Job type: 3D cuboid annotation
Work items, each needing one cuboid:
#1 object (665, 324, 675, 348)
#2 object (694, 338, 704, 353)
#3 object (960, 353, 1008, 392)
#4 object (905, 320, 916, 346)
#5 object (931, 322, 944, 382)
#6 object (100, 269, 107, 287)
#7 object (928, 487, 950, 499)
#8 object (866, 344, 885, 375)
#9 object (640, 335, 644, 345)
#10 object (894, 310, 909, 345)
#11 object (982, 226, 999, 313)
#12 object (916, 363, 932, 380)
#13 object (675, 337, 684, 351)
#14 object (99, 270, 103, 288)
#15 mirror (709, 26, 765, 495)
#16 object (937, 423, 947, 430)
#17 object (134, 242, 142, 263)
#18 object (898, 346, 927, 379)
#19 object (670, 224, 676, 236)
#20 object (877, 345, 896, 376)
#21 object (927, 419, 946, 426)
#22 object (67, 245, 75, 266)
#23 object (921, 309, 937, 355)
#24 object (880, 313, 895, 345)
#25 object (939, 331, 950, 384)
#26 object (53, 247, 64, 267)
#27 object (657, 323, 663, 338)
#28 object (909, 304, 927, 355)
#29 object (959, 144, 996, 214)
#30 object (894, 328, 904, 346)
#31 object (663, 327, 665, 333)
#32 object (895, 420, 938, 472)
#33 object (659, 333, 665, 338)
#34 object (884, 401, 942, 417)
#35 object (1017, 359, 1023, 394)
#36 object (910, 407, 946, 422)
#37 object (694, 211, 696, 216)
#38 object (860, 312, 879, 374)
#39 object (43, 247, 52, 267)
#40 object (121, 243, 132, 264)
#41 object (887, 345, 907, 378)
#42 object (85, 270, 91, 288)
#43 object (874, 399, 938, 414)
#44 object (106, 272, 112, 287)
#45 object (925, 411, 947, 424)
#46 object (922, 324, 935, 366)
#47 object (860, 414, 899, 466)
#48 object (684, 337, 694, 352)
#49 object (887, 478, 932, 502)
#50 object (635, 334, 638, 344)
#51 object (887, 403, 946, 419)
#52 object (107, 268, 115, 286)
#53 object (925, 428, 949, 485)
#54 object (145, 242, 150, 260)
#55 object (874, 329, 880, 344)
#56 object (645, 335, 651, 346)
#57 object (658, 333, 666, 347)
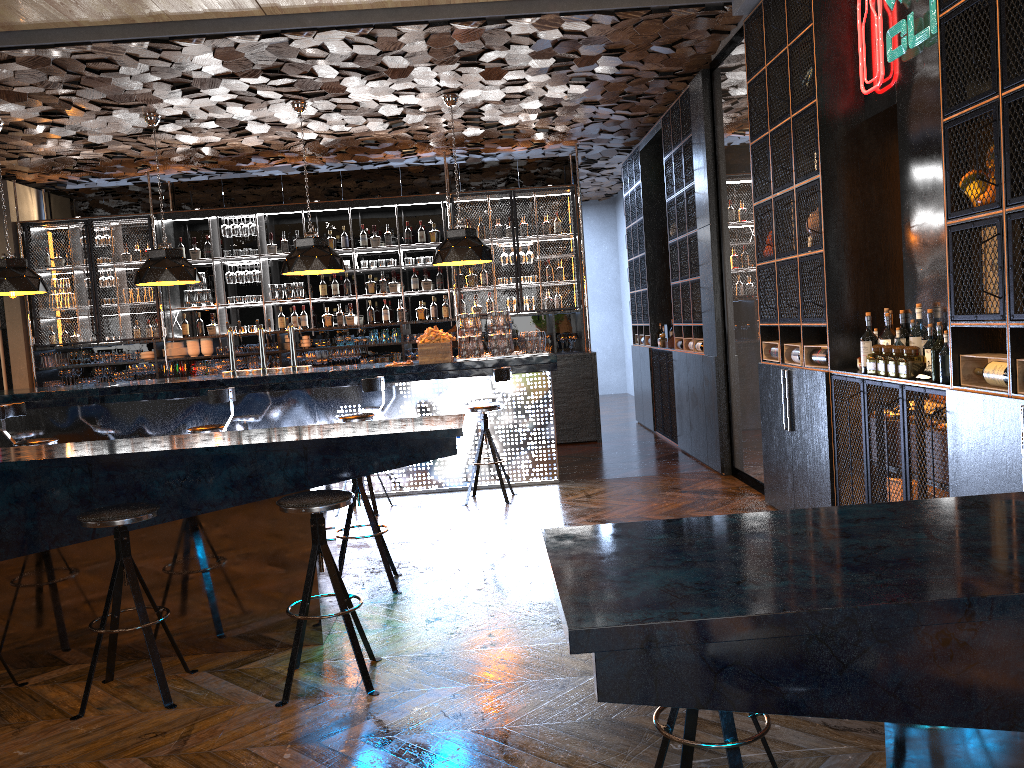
[{"bbox_3d":[1.829,-0.554,10.181,0.116,0.264,0.144,-4,4,-2],"label":"object"},{"bbox_3d":[1.829,-0.366,8.397,0.123,0.132,0.396,-4,4,-1],"label":"object"},{"bbox_3d":[2.005,-0.051,3.648,0.122,0.132,0.396,-4,4,1],"label":"object"},{"bbox_3d":[2.137,-0.202,4.716,0.080,0.279,0.080,-8,5,-43],"label":"object"},{"bbox_3d":[1.964,-0.145,4.065,0.080,0.279,0.080,-8,5,-43],"label":"object"},{"bbox_3d":[-4.970,-1.292,10.780,0.081,0.213,0.081,-4,4,4],"label":"object"},{"bbox_3d":[2.293,0.643,4.658,0.137,0.132,0.396,-4,4,8],"label":"object"},{"bbox_3d":[1.948,-0.128,4.698,0.106,0.164,0.106,-5,4,-12],"label":"object"},{"bbox_3d":[1.750,-0.572,11.463,0.123,0.132,0.396,-4,4,-2],"label":"object"},{"bbox_3d":[2.133,-0.236,4.832,0.091,0.332,0.091,-1,5,42],"label":"object"},{"bbox_3d":[2.111,-0.472,3.641,0.162,0.396,0.302,-6,4,-26],"label":"object"},{"bbox_3d":[2.066,-0.133,4.195,0.263,0.221,0.159,-4,4,-2],"label":"object"},{"bbox_3d":[1.804,-0.422,9.253,0.122,0.133,0.396,-4,4,-2],"label":"object"},{"bbox_3d":[-5.061,-1.296,10.922,0.081,0.213,0.081,-4,4,4],"label":"object"},{"bbox_3d":[1.839,-0.923,7.086,0.026,3.551,1.194,-4,4,-2],"label":"mirror"},{"bbox_3d":[2.286,0.198,4.378,0.365,0.101,0.100,-4,4,-2],"label":"object"},{"bbox_3d":[-4.581,-1.607,10.851,0.073,0.246,0.072,-5,4,-16],"label":"object"},{"bbox_3d":[1.960,-0.104,4.341,0.106,0.164,0.106,-4,4,-2],"label":"object"},{"bbox_3d":[1.806,-1.616,9.190,0.192,0.221,0.403,-7,5,-32],"label":"object"},{"bbox_3d":[1.952,-0.120,4.575,0.106,0.164,0.106,-4,4,-2],"label":"object"},{"bbox_3d":[2.305,0.186,4.526,0.365,0.101,0.100,-4,4,-2],"label":"object"},{"bbox_3d":[-5.395,-1.562,10.832,0.075,0.261,0.075,-8,5,-43],"label":"object"},{"bbox_3d":[2.117,-0.211,4.479,0.091,0.332,0.091,-1,5,42],"label":"object"},{"bbox_3d":[2.086,-0.236,4.911,0.086,0.313,0.086,-1,5,42],"label":"object"},{"bbox_3d":[1.952,-0.120,3.979,0.065,0.237,0.065,-8,5,-43],"label":"object"},{"bbox_3d":[-5.529,-1.541,10.814,0.108,0.244,0.108,-5,4,-13],"label":"object"},{"bbox_3d":[1.810,-0.598,10.781,0.080,0.279,0.080,-8,5,-43],"label":"object"},{"bbox_3d":[2.108,-0.232,4.582,0.100,0.365,0.100,-1,5,42],"label":"object"},{"bbox_3d":[1.940,-0.830,3.614,0.123,0.270,0.227,-4,4,-2],"label":"object"},{"bbox_3d":[2.076,-0.183,4.759,0.065,0.237,0.065,-6,4,-28],"label":"object"},{"bbox_3d":[1.823,-0.570,10.629,0.065,0.237,0.065,-7,5,-33],"label":"object"},{"bbox_3d":[2.305,0.316,4.641,0.439,0.248,0.349,-4,4,-2],"label":"object"},{"bbox_3d":[1.850,-0.525,10.531,0.228,0.164,0.117,-4,4,0],"label":"object"},{"bbox_3d":[2.243,0.159,4.984,0.365,0.101,0.100,-4,4,-2],"label":"object"},{"bbox_3d":[2.013,-0.021,3.220,0.123,0.132,0.396,-4,4,-2],"label":"object"},{"bbox_3d":[2.294,0.173,4.736,0.365,0.101,0.100,-4,4,-2],"label":"object"},{"bbox_3d":[1.843,-1.574,8.331,0.266,0.239,0.265,-6,4,-23],"label":"object"},{"bbox_3d":[1.936,-0.220,4.804,0.091,0.332,0.091,-1,5,42],"label":"object"},{"bbox_3d":[-5.686,-1.542,10.848,0.075,0.260,0.075,-8,5,-43],"label":"object"},{"bbox_3d":[-4.718,-1.595,10.849,0.108,0.244,0.108,-5,4,-13],"label":"object"},{"bbox_3d":[1.956,-0.112,4.460,0.106,0.164,0.106,-4,4,-2],"label":"object"},{"bbox_3d":[-5.152,-1.279,10.775,0.081,0.213,0.081,-4,4,4],"label":"object"},{"bbox_3d":[2.263,0.151,5.089,0.365,0.101,0.100,-4,4,-2],"label":"object"},{"bbox_3d":[-4.975,-1.302,10.924,0.081,0.213,0.081,-4,4,4],"label":"object"},{"bbox_3d":[2.314,0.179,4.632,0.365,0.101,0.100,-4,4,-2],"label":"object"},{"bbox_3d":[2.060,-0.163,4.358,0.076,0.264,0.076,-1,5,37],"label":"object"},{"bbox_3d":[2.254,0.296,4.994,0.439,0.248,0.349,-4,4,-2],"label":"object"},{"bbox_3d":[1.816,-0.393,8.828,0.122,0.132,0.396,-4,4,-2],"label":"object"},{"bbox_3d":[2.273,0.745,5.091,0.162,0.396,0.302,-6,4,-21],"label":"object"},{"bbox_3d":[1.742,-0.602,11.890,0.122,0.132,0.396,-4,4,1],"label":"object"},{"bbox_3d":[2.237,0.167,4.879,0.365,0.101,0.100,-4,4,-2],"label":"object"},{"bbox_3d":[-4.880,-1.299,10.783,0.081,0.213,0.081,-4,4,4],"label":"object"},{"bbox_3d":[2.297,0.342,4.282,0.439,0.248,0.349,-4,4,-2],"label":"object"},{"bbox_3d":[-4.436,-1.618,10.855,0.073,0.246,0.072,-3,4,13],"label":"object"},{"bbox_3d":[2.056,-0.188,4.856,0.179,0.237,0.086,-3,4,17],"label":"object"},{"bbox_3d":[1.757,-0.543,11.038,0.122,0.132,0.396,-4,4,-2],"label":"object"},{"bbox_3d":[1.772,-0.510,10.401,0.106,0.164,0.106,-5,4,-12],"label":"object"}]
